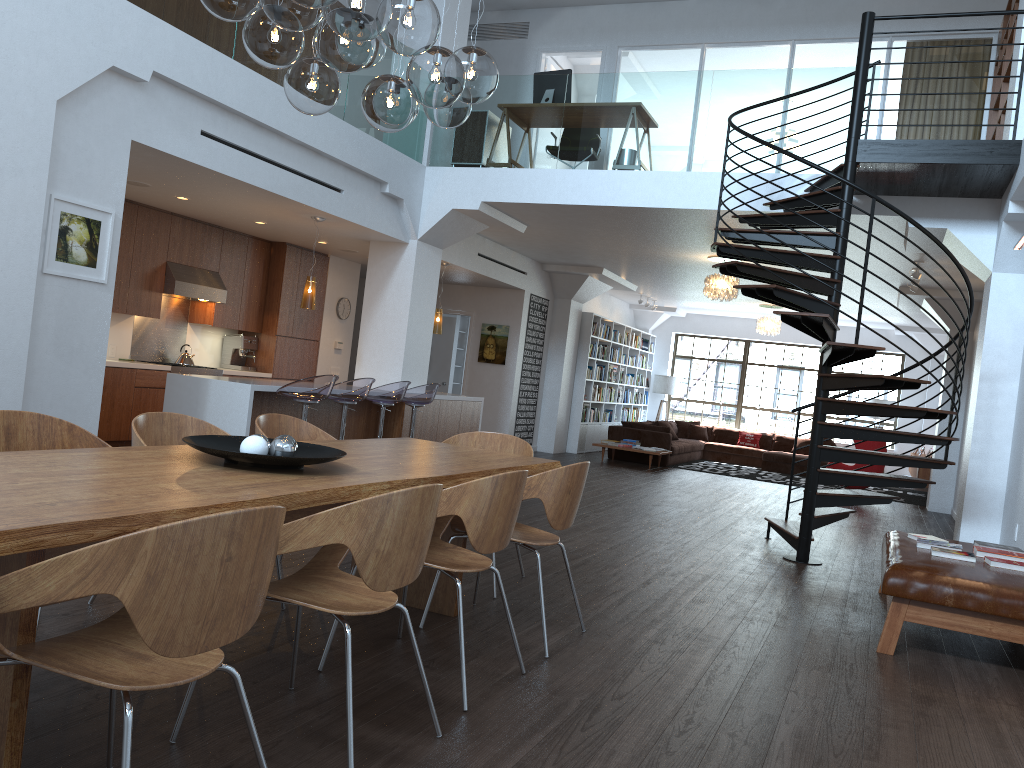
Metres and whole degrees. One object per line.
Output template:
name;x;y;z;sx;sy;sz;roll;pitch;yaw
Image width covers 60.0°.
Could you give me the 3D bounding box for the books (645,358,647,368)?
books;2.752;-0.439;18.791;0.168;0.231;0.037;7;1;22

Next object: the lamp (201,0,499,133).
lamp;-0.510;-2.152;3.562;0.849;2.140;1.787;7;1;22

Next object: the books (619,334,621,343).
books;1.991;-0.860;16.851;0.128;0.178;0.021;7;1;23

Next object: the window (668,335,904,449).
window;5.677;0.112;18.813;4.648;1.905;0.114;7;1;23

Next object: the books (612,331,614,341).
books;1.808;-0.885;16.407;0.139;0.191;0.036;7;1;23

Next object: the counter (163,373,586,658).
counter;-1.502;0.509;7.705;3.039;0.860;8.182;7;0;-7

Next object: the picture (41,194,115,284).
picture;-2.854;-0.946;5.852;0.018;0.500;0.500;7;1;23

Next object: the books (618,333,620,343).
books;1.960;-0.873;16.783;0.136;0.196;0.045;7;1;23

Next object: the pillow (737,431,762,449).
pillow;4.713;1.113;17.615;0.465;0.308;0.220;7;1;19

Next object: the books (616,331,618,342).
books;1.907;-0.893;16.665;0.158;0.226;0.052;7;1;23

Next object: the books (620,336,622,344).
books;2.033;-0.843;16.930;0.110;0.153;0.019;7;1;23

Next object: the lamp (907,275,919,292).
lamp;4.945;-1.233;10.900;0.120;0.211;0.111;6;1;-33

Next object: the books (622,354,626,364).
books;2.136;-0.485;17.311;0.146;0.202;0.027;7;1;23

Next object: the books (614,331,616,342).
books;1.862;-0.885;16.538;0.146;0.202;0.027;7;1;23

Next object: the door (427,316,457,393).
door;-1.414;-0.144;14.955;0.826;2.032;0.174;7;1;23

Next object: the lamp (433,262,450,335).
lamp;-0.906;-1.081;11.229;0.149;0.900;0.149;7;1;-22

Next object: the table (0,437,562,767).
table;-0.965;0.667;3.293;1.012;0.750;3.803;7;1;23

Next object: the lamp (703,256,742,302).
lamp;2.691;-1.332;11.351;0.442;0.539;0.441;7;1;-25

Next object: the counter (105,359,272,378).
counter;-4.099;-0.219;9.090;0.600;0.050;4.387;7;1;23

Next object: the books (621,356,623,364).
books;2.070;-0.473;17.132;0.120;0.167;0.020;7;1;23

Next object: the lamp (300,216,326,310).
lamp;-0.720;-1.500;9.346;2.842;1.807;0.149;7;1;-28

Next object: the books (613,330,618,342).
books;1.893;-0.897;16.618;0.140;0.231;0.042;7;1;23

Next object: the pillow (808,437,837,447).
pillow;5.923;1.142;17.155;0.651;0.587;0.335;7;0;2

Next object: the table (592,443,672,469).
table;1.928;1.156;14.285;1.100;0.271;0.853;7;1;23

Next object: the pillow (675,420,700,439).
pillow;3.601;0.943;18.039;0.580;0.418;0.334;7;0;-4

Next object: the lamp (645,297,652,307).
lamp;2.597;-1.564;16.974;0.120;0.211;0.111;7;1;-18

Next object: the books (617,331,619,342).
books;1.929;-0.893;16.708;0.140;0.231;0.042;7;1;23

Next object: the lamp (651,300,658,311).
lamp;2.798;-1.545;17.451;0.120;0.211;0.111;7;0;-3

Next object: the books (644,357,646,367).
books;2.713;-0.454;18.693;0.183;0.253;0.034;7;1;22

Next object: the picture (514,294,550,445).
picture;0.312;-0.199;14.040;0.021;2.380;0.800;7;1;23

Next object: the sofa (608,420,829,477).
sofa;3.981;1.185;16.176;3.481;0.664;4.197;7;1;23

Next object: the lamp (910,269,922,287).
lamp;4.749;-1.252;10.434;0.120;0.211;0.111;7;1;-18

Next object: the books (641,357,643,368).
books;2.630;-0.456;18.489;0.174;0.240;0.045;7;1;22

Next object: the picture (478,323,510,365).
picture;-0.284;-0.613;13.601;0.450;0.600;0.030;7;1;23

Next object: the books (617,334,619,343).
books;1.946;-0.871;16.744;0.139;0.191;0.036;7;1;23

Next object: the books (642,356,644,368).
books;2.656;-0.460;18.521;0.183;0.253;0.034;7;1;22

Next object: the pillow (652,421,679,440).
pillow;2.862;0.883;16.595;0.325;0.391;0.625;7;1;39

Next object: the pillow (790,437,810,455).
pillow;5.661;1.195;17.084;0.542;0.362;0.248;7;1;44

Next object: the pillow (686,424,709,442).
pillow;3.736;0.978;17.876;0.489;0.337;0.238;7;1;-8

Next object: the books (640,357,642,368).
books;2.592;-0.466;18.373;0.183;0.253;0.034;7;1;22

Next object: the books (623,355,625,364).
books;2.118;-0.474;17.251;0.128;0.178;0.021;7;1;23

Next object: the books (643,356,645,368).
books;2.681;-0.460;18.600;0.180;0.259;0.060;7;1;22

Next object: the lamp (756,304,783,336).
lamp;4.646;-1.140;16.015;0.442;0.539;0.441;7;1;-25

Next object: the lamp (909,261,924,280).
lamp;4.548;-1.272;9.956;0.120;0.211;0.111;7;0;-3

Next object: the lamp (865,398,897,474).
lamp;7.162;1.092;17.375;0.545;1.579;0.545;7;1;34

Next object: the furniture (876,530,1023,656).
furniture;2.636;1.228;5.180;0.907;0.453;1.819;7;1;23

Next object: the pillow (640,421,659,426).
pillow;2.410;0.819;15.237;0.269;0.411;0.559;7;1;-21

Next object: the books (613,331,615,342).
books;1.834;-0.888;16.461;0.146;0.202;0.027;7;1;23

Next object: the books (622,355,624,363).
books;2.107;-0.472;17.226;0.126;0.173;0.032;7;1;23

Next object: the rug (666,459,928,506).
rug;4.985;1.644;15.183;4.200;0.007;3.100;7;1;24

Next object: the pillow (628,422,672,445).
pillow;2.337;0.855;14.978;0.750;0.364;0.289;7;1;22

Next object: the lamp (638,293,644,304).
lamp;2.401;-1.584;16.507;0.120;0.211;0.111;6;1;-33

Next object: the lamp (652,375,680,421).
lamp;3.257;0.613;19.146;0.545;1.579;0.545;7;1;12
